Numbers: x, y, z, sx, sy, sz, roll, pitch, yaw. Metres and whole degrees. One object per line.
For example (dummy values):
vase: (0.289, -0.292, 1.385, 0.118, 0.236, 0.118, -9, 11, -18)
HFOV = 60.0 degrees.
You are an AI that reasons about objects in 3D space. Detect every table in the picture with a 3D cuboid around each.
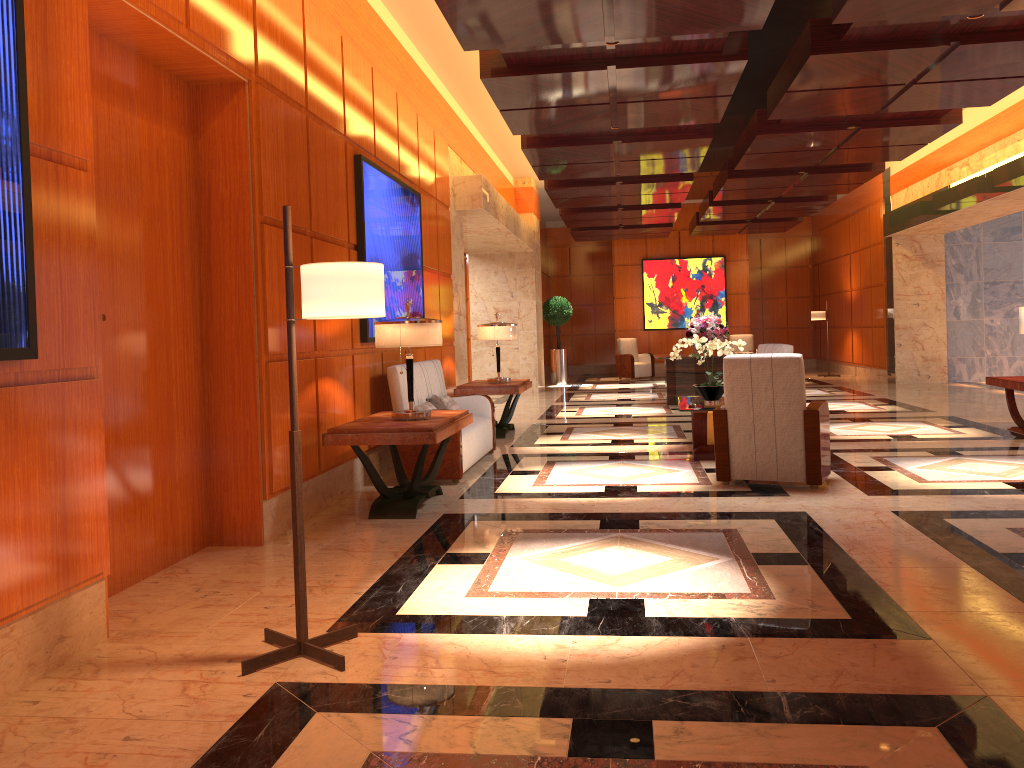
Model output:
table: (-0.188, 0.284, 10.275, 0.725, 0.606, 1.272, -2, 3, 8)
table: (1.875, 0.406, 8.002, 0.722, 0.495, 1.562, -1, 3, 10)
table: (5.368, 0.217, 8.929, 0.724, 0.533, 1.169, -1, 3, 10)
table: (3.019, -0.081, 13.624, 1.600, 0.744, 1.603, -1, 3, 7)
table: (-0.730, 0.541, 6.088, 0.725, 0.606, 1.272, -2, 3, 8)

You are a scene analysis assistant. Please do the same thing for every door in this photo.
door: (-1.730, -0.349, 4.301, 0.340, 2.649, 1.539, -2, 2, 7)

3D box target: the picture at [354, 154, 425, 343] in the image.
picture: (-1.038, -1.104, 7.828, 0.056, 1.451, 1.999, -2, 2, 7)

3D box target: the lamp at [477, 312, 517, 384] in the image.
lamp: (-0.160, -0.416, 10.120, 0.458, 0.809, 0.459, -1, 2, 17)

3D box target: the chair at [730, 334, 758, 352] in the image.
chair: (5.306, -0.670, 20.657, 0.737, 0.960, 0.629, -1, 2, 26)

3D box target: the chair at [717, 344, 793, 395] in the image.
chair: (2.578, 0.059, 9.407, 0.629, 0.960, 0.738, -2, 2, -14)

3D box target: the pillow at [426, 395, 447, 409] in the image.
pillow: (-0.654, 0.230, 7.778, 0.160, 0.252, 0.358, -2, 3, 4)

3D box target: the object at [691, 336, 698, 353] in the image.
object: (3.889, -0.866, 18.814, 0.350, 0.595, 0.327, -1, 2, 27)

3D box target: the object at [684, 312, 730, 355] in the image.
object: (2.995, -0.781, 13.593, 0.650, 0.658, 0.681, -2, 2, -1)

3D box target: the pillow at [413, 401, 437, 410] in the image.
pillow: (-0.682, 0.265, 7.343, 0.195, 0.227, 0.344, -1, 3, 12)

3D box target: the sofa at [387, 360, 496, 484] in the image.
sofa: (-0.582, 0.265, 7.789, 0.612, 0.931, 1.801, -2, 3, 8)

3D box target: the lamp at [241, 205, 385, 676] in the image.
lamp: (-0.716, 0.173, 3.267, 0.526, 1.659, 0.360, -2, 1, -3)

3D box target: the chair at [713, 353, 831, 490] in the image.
chair: (1.900, 0.248, 6.489, 0.737, 0.960, 0.629, -1, 2, 26)

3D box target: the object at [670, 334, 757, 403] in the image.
object: (1.786, -0.141, 7.883, 0.788, 0.617, 0.418, -2, 2, -15)

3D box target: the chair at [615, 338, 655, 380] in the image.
chair: (2.892, -0.610, 20.967, 0.738, 0.960, 0.628, -3, 2, -34)

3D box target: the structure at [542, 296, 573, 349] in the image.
structure: (1.007, -1.098, 19.523, 0.722, 1.711, 0.722, -2, 1, -15)

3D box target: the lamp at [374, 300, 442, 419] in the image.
lamp: (-0.693, -0.172, 6.001, 0.459, 0.793, 0.458, -3, 2, -31)

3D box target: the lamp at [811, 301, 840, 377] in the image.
lamp: (6.807, -0.983, 19.309, 0.526, 1.659, 0.360, -2, 1, -3)

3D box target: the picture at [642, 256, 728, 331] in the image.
picture: (4.166, -2.188, 21.416, 1.996, 1.735, 0.056, -2, 1, 7)

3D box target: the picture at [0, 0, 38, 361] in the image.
picture: (-1.790, -0.749, 2.017, 0.056, 1.451, 1.999, -2, 2, 7)

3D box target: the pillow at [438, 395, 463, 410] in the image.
pillow: (-0.562, 0.216, 8.217, 0.202, 0.229, 0.274, -1, 2, 10)
